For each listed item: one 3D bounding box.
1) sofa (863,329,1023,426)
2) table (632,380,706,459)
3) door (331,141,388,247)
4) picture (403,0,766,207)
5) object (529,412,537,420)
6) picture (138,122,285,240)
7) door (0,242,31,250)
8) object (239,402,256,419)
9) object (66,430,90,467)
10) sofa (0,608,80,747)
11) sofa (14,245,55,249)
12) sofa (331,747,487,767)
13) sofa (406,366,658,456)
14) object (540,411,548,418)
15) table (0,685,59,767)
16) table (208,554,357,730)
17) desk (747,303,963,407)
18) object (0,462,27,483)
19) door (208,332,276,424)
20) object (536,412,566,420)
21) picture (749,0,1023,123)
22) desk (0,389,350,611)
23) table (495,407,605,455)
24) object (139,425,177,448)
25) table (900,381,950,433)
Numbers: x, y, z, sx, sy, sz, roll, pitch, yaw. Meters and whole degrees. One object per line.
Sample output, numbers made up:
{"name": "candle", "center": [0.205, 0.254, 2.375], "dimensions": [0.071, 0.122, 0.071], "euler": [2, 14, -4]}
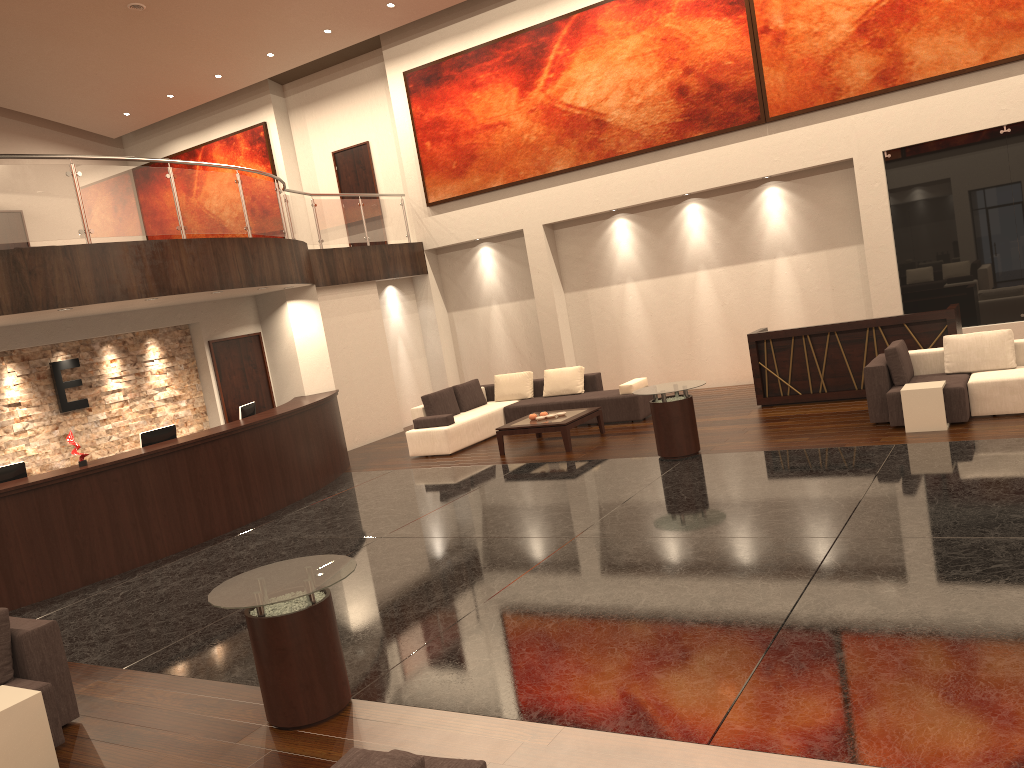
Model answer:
{"name": "sofa", "center": [5.386, -0.144, 9.596], "dimensions": [2.846, 0.862, 1.291], "euler": [-6, 7, 32]}
{"name": "table", "center": [1.880, 0.427, 10.268], "dimensions": [0.833, 0.795, 0.844], "euler": [-12, 6, -19]}
{"name": "door", "center": [-3.118, -3.763, 18.259], "dimensions": [0.990, 2.232, 0.104], "euler": [-6, 7, 32]}
{"name": "picture", "center": [0.913, -4.909, 15.061], "dimensions": [6.485, 2.526, 0.070], "euler": [-6, 7, 32]}
{"name": "object", "center": [0.291, 0.447, 12.394], "dimensions": [0.119, 0.106, 0.119], "euler": [-14, 7, -34]}
{"name": "picture", "center": [-6.873, -4.070, 19.959], "dimensions": [4.515, 2.526, 0.070], "euler": [-6, 7, 32]}
{"name": "door", "center": [-10.505, -2.513, 18.574], "dimensions": [0.104, 2.232, 0.990], "euler": [-6, 7, 32]}
{"name": "object", "center": [-3.464, 0.504, 11.744], "dimensions": [0.189, 0.485, 0.483], "euler": [-9, 6, 7]}
{"name": "object", "center": [-4.507, 0.664, 9.229], "dimensions": [0.165, 0.390, 0.163], "euler": [-5, 8, 40]}
{"name": "sofa", "center": [-3.833, 1.984, 4.551], "dimensions": [1.291, 0.862, 2.846], "euler": [-6, 7, 32]}
{"name": "sofa", "center": [-8.822, -1.778, 15.426], "dimensions": [2.846, 0.862, 1.291], "euler": [-6, 7, 32]}
{"name": "sofa", "center": [-1.790, 1.802, 2.908], "dimensions": [3.366, 0.862, 2.586], "euler": [-6, 7, 32]}
{"name": "sofa", "center": [0.256, 0.336, 13.516], "dimensions": [3.366, 0.862, 2.586], "euler": [-6, 7, 32]}
{"name": "object", "center": [0.444, 0.421, 12.394], "dimensions": [0.119, 0.106, 0.119], "euler": [-8, 6, 14]}
{"name": "table", "center": [-2.844, 1.984, 4.882], "dimensions": [0.400, 0.460, 0.400], "euler": [-6, 7, 32]}
{"name": "table", "center": [-1.242, 1.508, 5.121], "dimensions": [0.833, 0.795, 0.844], "euler": [-12, 6, -19]}
{"name": "desk", "center": [4.634, -0.359, 11.996], "dimensions": [2.606, 1.043, 0.700], "euler": [-6, 7, 32]}
{"name": "object", "center": [-5.196, 1.085, 9.067], "dimensions": [0.483, 0.485, 0.189], "euler": [-15, 8, -43]}
{"name": "door", "center": [-3.952, 0.384, 13.344], "dimensions": [0.104, 2.232, 0.990], "euler": [-6, 7, 32]}
{"name": "object", "center": [0.542, 0.448, 12.301], "dimensions": [0.437, 0.040, 0.154], "euler": [-11, 6, -12]}
{"name": "picture", "center": [5.560, -5.410, 12.138], "dimensions": [4.515, 2.526, 0.070], "euler": [-6, 7, 32]}
{"name": "desk", "center": [-4.153, 1.256, 10.527], "dimensions": [1.674, 1.171, 7.146], "euler": [-6, 7, 33]}
{"name": "table", "center": [0.547, 0.653, 12.361], "dimensions": [1.100, 0.380, 1.100], "euler": [-6, 7, 32]}
{"name": "object", "center": [-4.095, 0.759, 10.362], "dimensions": [0.189, 0.485, 0.483], "euler": [-6, 7, 32]}
{"name": "table", "center": [4.424, 0.241, 9.479], "dimensions": [0.400, 0.460, 0.400], "euler": [-6, 7, 32]}
